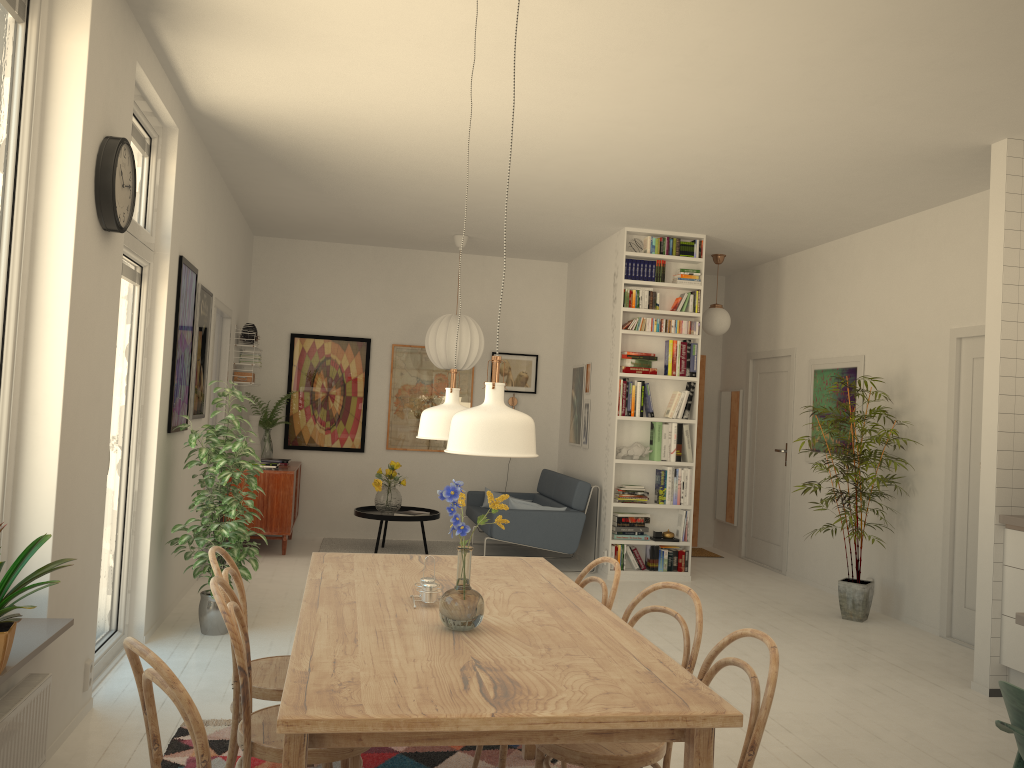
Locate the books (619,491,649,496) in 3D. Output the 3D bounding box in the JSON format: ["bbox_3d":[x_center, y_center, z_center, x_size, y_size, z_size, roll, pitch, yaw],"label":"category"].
[{"bbox_3d":[1.010,0.906,7.409,0.235,0.025,0.163,3,-2,-4],"label":"books"}]

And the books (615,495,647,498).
[{"bbox_3d":[0.988,0.933,7.401,0.250,0.008,0.135,4,-2,-14],"label":"books"}]

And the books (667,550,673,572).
[{"bbox_3d":[1.291,1.475,7.450,0.048,0.163,0.209,3,-2,-11],"label":"books"}]

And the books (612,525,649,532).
[{"bbox_3d":[0.969,1.203,7.390,0.297,0.039,0.165,4,-2,-16],"label":"books"}]

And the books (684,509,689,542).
[{"bbox_3d":[1.454,1.188,7.478,0.007,0.257,0.181,3,-2,-11],"label":"books"}]

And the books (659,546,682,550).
[{"bbox_3d":[1.316,1.373,7.451,0.193,0.012,0.130,3,-2,-11],"label":"books"}]

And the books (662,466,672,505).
[{"bbox_3d":[1.283,0.849,7.478,0.037,0.312,0.241,3,-2,-11],"label":"books"}]

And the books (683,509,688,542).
[{"bbox_3d":[1.445,1.188,7.489,0.008,0.256,0.184,3,-2,-11],"label":"books"}]

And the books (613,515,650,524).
[{"bbox_3d":[0.985,1.124,7.397,0.285,0.047,0.185,3,-2,-11],"label":"books"}]

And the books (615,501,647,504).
[{"bbox_3d":[0.978,0.980,7.384,0.247,0.009,0.170,3,-2,-8],"label":"books"}]

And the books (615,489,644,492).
[{"bbox_3d":[0.970,0.885,7.395,0.221,0.010,0.169,3,-2,-8],"label":"books"}]

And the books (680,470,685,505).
[{"bbox_3d":[1.401,0.865,7.479,0.022,0.291,0.208,3,-2,-11],"label":"books"}]

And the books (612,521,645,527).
[{"bbox_3d":[0.965,1.166,7.390,0.247,0.039,0.143,4,-2,-14],"label":"books"}]

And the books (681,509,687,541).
[{"bbox_3d":[1.431,1.188,7.458,0.033,0.258,0.130,3,-2,-11],"label":"books"}]

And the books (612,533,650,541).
[{"bbox_3d":[0.978,1.270,7.405,0.297,0.039,0.204,3,-2,-6],"label":"books"}]

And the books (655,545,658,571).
[{"bbox_3d":[1.175,1.442,7.421,0.015,0.214,0.202,3,-2,-11],"label":"books"}]

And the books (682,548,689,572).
[{"bbox_3d":[1.432,1.477,7.489,0.032,0.176,0.230,3,-2,-11],"label":"books"}]

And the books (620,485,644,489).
[{"bbox_3d":[0.999,0.854,7.389,0.166,0.019,0.127,4,-2,-17],"label":"books"}]

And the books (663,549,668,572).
[{"bbox_3d":[1.252,1.466,7.443,0.032,0.176,0.222,3,-2,-11],"label":"books"}]

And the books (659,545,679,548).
[{"bbox_3d":[1.307,1.363,7.431,0.165,0.006,0.103,3,-2,-11],"label":"books"}]

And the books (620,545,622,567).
[{"bbox_3d":[0.874,1.430,7.372,0.012,0.206,0.193,3,-2,-11],"label":"books"}]

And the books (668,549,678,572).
[{"bbox_3d":[1.337,1.475,7.473,0.050,0.170,0.221,3,-2,-11],"label":"books"}]

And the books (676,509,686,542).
[{"bbox_3d":[1.406,1.187,7.487,0.034,0.257,0.209,3,-2,-11],"label":"books"}]

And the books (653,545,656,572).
[{"bbox_3d":[1.162,1.441,7.411,0.015,0.214,0.202,3,-2,-11],"label":"books"}]

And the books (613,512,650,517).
[{"bbox_3d":[0.988,1.088,7.413,0.297,0.024,0.162,4,-2,-20],"label":"books"}]

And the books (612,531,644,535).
[{"bbox_3d":[0.956,1.234,7.403,0.241,0.024,0.168,4,-2,-16],"label":"books"}]

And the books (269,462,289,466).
[{"bbox_3d":[-2.237,0.720,8.114,0.371,0.022,0.259,3,-2,-11],"label":"books"}]

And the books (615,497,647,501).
[{"bbox_3d":[0.984,0.956,7.392,0.248,0.009,0.171,3,-2,-8],"label":"books"}]

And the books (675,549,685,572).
[{"bbox_3d":[1.393,1.473,7.463,0.056,0.180,0.202,3,-2,-11],"label":"books"}]

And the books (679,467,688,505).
[{"bbox_3d":[1.433,0.860,7.475,0.037,0.308,0.161,3,-2,-11],"label":"books"}]

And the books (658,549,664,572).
[{"bbox_3d":[1.215,1.463,7.441,0.044,0.179,0.224,3,-2,-11],"label":"books"}]

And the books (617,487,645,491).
[{"bbox_3d":[0.983,0.872,7.406,0.212,0.017,0.165,3,-2,-13],"label":"books"}]

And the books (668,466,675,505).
[{"bbox_3d":[1.314,0.851,7.486,0.027,0.311,0.228,3,-2,-11],"label":"books"}]

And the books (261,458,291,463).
[{"bbox_3d":[-2.223,0.700,8.123,0.368,0.020,0.255,3,-2,-8],"label":"books"}]

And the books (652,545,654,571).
[{"bbox_3d":[1.145,1.440,7.421,0.015,0.214,0.202,3,-2,-11],"label":"books"}]

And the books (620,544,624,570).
[{"bbox_3d":[0.891,1.427,7.377,0.021,0.215,0.174,3,-2,-11],"label":"books"}]

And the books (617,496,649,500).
[{"bbox_3d":[1.004,0.946,7.423,0.255,0.014,0.197,3,-2,-1],"label":"books"}]

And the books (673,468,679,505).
[{"bbox_3d":[1.352,0.859,7.452,0.035,0.304,0.150,3,-2,-11],"label":"books"}]

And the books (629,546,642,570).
[{"bbox_3d":[1.011,1.443,7.379,0.118,0.192,0.118,3,-2,-11],"label":"books"}]

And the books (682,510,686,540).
[{"bbox_3d":[1.415,1.188,7.491,0.030,0.256,0.198,3,-2,-11],"label":"books"}]

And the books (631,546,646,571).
[{"bbox_3d":[1.041,1.448,7.391,0.131,0.188,0.136,3,-2,-11],"label":"books"}]

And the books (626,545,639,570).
[{"bbox_3d":[0.980,1.437,7.381,0.135,0.200,0.134,3,-2,-11],"label":"books"}]

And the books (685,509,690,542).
[{"bbox_3d":[1.464,1.189,7.471,0.011,0.256,0.139,3,-2,-11],"label":"books"}]

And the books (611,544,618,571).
[{"bbox_3d":[0.837,1.429,7.356,0.026,0.206,0.187,3,-2,-11],"label":"books"}]

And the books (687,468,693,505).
[{"bbox_3d":[1.463,0.864,7.511,0.039,0.303,0.229,3,-2,-11],"label":"books"}]

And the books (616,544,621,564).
[{"bbox_3d":[0.861,1.427,7.356,0.020,0.211,0.184,3,-2,-11],"label":"books"}]

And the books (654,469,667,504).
[{"bbox_3d":[1.238,0.860,7.458,0.057,0.284,0.200,3,-2,-11],"label":"books"}]

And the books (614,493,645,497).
[{"bbox_3d":[0.976,0.922,7.381,0.238,0.012,0.120,4,-2,-16],"label":"books"}]

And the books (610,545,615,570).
[{"bbox_3d":[0.804,1.432,7.353,0.039,0.199,0.185,3,-2,-11],"label":"books"}]

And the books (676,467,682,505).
[{"bbox_3d":[1.376,0.857,7.489,0.025,0.306,0.213,3,-2,-11],"label":"books"}]

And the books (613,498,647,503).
[{"bbox_3d":[0.973,0.967,7.381,0.246,0.014,0.173,3,-2,-12],"label":"books"}]

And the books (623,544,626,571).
[{"bbox_3d":[0.909,1.427,7.365,0.010,0.215,0.193,3,-2,-11],"label":"books"}]

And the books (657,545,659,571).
[{"bbox_3d":[1.189,1.443,7.429,0.015,0.214,0.202,3,-2,-11],"label":"books"}]

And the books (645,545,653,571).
[{"bbox_3d":[1.131,1.439,7.411,0.015,0.214,0.202,3,-2,-11],"label":"books"}]
